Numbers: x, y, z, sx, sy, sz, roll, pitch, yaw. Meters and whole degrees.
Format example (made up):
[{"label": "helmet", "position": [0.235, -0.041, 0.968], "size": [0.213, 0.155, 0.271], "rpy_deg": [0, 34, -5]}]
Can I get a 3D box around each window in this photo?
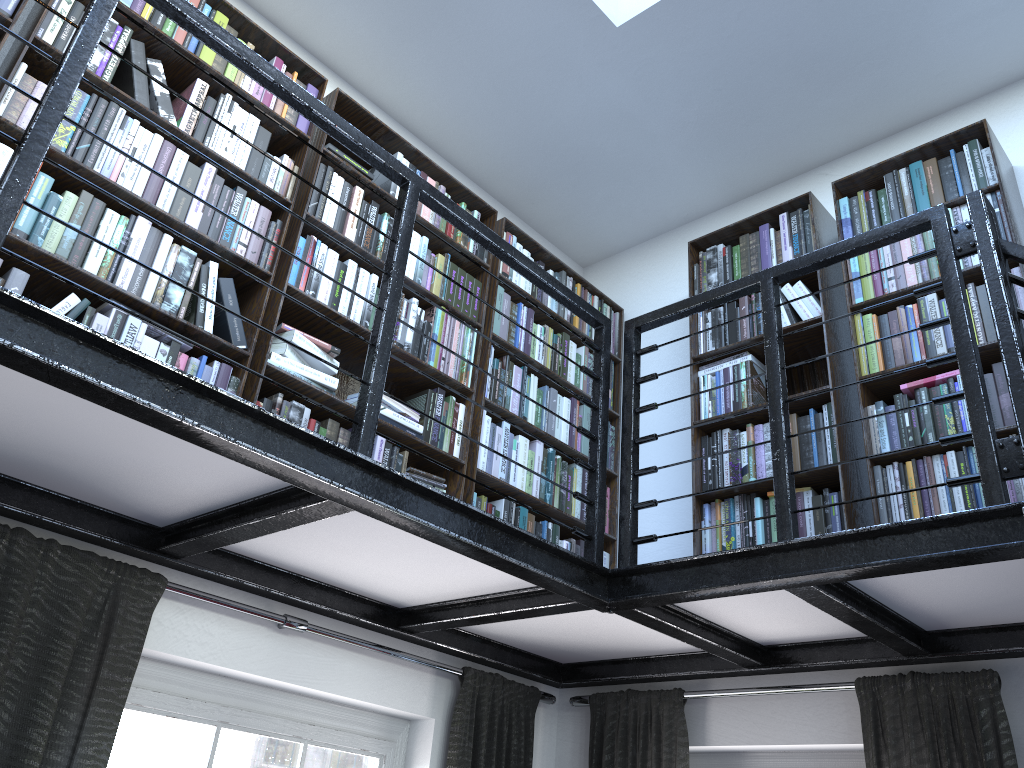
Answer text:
[{"label": "window", "position": [-0.815, 1.659, 2.383], "size": [0.132, 1.632, 1.155], "rpy_deg": [-21, -39, 38]}, {"label": "window", "position": [0.872, 1.939, 2.577], "size": [1.159, 1.632, 0.131], "rpy_deg": [-20, -39, 37]}]

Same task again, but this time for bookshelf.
[{"label": "bookshelf", "position": [-0.075, -0.878, 1.744], "size": [3.068, 1.644, 4.429], "rpy_deg": [-20, -38, 38]}]

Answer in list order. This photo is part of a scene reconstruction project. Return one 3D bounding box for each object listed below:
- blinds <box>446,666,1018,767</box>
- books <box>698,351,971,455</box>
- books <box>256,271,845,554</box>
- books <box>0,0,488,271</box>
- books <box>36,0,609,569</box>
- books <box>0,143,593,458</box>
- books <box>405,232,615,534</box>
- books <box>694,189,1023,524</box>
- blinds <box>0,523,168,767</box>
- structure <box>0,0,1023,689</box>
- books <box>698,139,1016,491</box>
[{"label": "blinds", "position": [0.586, 2.048, 2.407], "size": [1.746, 2.420, 0.519], "rpy_deg": [-8, -33, 23]}, {"label": "books", "position": [-0.005, -0.852, 1.646], "size": [1.588, 1.159, 4.290], "rpy_deg": [-20, -38, 38]}, {"label": "books", "position": [-0.737, -0.726, 2.306], "size": [1.276, 1.453, 4.392], "rpy_deg": [-22, -39, 39]}, {"label": "books", "position": [-1.071, -0.838, 2.758], "size": [0.212, 0.842, 2.610], "rpy_deg": [-21, -39, 38]}, {"label": "books", "position": [-1.086, -0.580, 2.601], "size": [0.240, 1.420, 4.396], "rpy_deg": [-21, -39, 38]}, {"label": "books", "position": [-0.862, -0.301, 2.768], "size": [0.239, 1.141, 3.357], "rpy_deg": [-21, -39, 38]}, {"label": "books", "position": [-1.087, -0.588, 2.610], "size": [0.225, 1.436, 4.390], "rpy_deg": [-21, -39, 38]}, {"label": "books", "position": [-0.150, -0.896, 1.873], "size": [1.162, 1.428, 4.338], "rpy_deg": [-21, -38, 38]}, {"label": "blinds", "position": [-1.871, 1.052, 1.056], "size": [0.124, 2.426, 2.482], "rpy_deg": [-21, -39, 38]}, {"label": "structure", "position": [0.341, 0.379, 0.431], "size": [4.585, 3.411, 4.442], "rpy_deg": [-20, -38, 38]}, {"label": "books", "position": [0.237, -1.043, 1.535], "size": [2.191, 1.433, 4.331], "rpy_deg": [-20, -38, 38]}]
